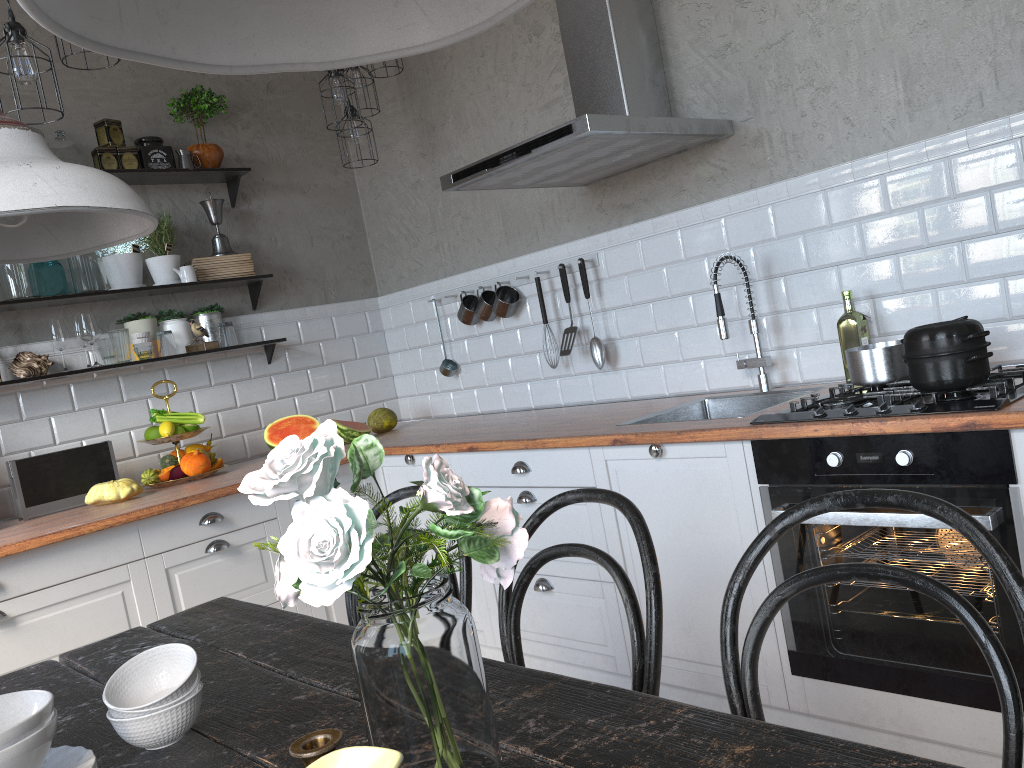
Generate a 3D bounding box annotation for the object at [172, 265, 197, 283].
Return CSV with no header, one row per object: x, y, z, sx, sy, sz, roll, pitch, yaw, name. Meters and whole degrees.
-1.400,-0.471,3.822,0.107,0.071,0.062,-11,3,-12,object

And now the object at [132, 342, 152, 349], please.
-1.525,-0.143,3.667,0.075,0.051,0.079,-8,4,41,object

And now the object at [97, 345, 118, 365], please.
-1.675,-0.115,3.687,0.079,0.083,0.076,-12,4,-24,object

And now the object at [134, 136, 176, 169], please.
-1.570,-0.985,3.865,0.145,0.174,0.139,-14,4,-42,object

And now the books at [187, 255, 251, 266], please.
-1.329,-0.553,4.014,0.266,0.016,0.154,-13,4,-33,books

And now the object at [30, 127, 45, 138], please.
-1.924,-0.902,3.491,0.172,0.184,0.171,-11,3,-3,object

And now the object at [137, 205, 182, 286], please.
-1.519,-0.604,3.814,0.168,0.380,0.185,-10,3,9,object

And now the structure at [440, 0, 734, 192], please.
0.105,-1.529,2.957,0.728,1.596,0.697,-14,5,-42,structure

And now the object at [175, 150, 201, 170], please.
-1.416,-0.975,3.871,0.095,0.096,0.073,-14,4,-41,object

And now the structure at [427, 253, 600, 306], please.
-0.039,-0.438,3.843,0.096,0.053,1.062,-14,4,-41,structure

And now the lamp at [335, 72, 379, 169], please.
-0.810,-1.791,3.739,0.145,1.736,0.148,-10,4,20,lamp

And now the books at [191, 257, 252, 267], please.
-1.327,-0.542,4.015,0.266,0.016,0.155,-12,4,-29,books

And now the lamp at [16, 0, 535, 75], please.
-0.308,-1.185,0.558,0.381,1.859,0.378,-11,3,-4,lamp

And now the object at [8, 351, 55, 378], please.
-1.875,-0.075,3.433,0.095,0.111,0.179,-9,4,26,object

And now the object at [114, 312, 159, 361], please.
-1.592,-0.204,3.780,0.153,0.217,0.159,-9,4,28,object

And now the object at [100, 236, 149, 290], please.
-1.649,-0.564,3.763,0.249,0.354,0.230,-12,4,-24,object

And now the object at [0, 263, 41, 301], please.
-1.909,-0.588,3.346,0.275,0.540,0.195,-8,5,40,object

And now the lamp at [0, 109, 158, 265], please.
-0.884,-1.111,1.213,0.387,1.859,0.372,-13,4,-34,lamp

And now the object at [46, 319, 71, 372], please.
-1.810,-0.150,3.552,0.080,0.217,0.083,-8,4,34,object

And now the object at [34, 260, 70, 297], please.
-1.862,-0.419,3.558,0.128,0.172,0.123,-13,4,-38,object

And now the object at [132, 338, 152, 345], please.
-1.528,-0.160,3.666,0.078,0.051,0.076,-12,3,-23,object

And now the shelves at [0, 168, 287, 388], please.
-1.662,-0.406,3.694,1.344,0.924,0.224,-14,4,-42,shelves

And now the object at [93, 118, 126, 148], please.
-1.679,-1.038,3.698,0.081,0.113,0.084,-9,4,28,object

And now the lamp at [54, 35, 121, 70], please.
-1.335,-1.748,2.412,0.144,1.736,0.149,-8,4,35,lamp

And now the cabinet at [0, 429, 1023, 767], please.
-0.328,0.683,2.859,4.185,0.855,1.992,-11,3,4,cabinet

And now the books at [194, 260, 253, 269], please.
-1.325,-0.532,4.016,0.266,0.011,0.154,-13,4,-36,books

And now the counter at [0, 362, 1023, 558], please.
-0.647,0.349,2.419,3.228,0.039,3.318,-13,4,-42,counter

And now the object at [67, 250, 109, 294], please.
-1.716,-0.465,3.575,0.126,0.206,0.123,-12,4,-19,object

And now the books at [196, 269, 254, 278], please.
-1.317,-0.489,4.018,0.266,0.016,0.155,-12,4,-29,books

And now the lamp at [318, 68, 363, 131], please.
-0.843,-1.900,3.546,0.148,1.736,0.145,-11,4,-10,lamp

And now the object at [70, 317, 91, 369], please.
-1.743,-0.165,3.607,0.080,0.217,0.083,-8,4,34,object

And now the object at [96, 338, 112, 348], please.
-1.681,-0.147,3.685,0.079,0.083,0.076,-12,4,-24,object

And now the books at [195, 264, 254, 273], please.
-1.321,-0.510,4.017,0.266,0.011,0.154,-13,4,-36,books

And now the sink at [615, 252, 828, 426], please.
0.649,-0.042,2.755,0.539,0.721,0.475,-14,4,-42,sink

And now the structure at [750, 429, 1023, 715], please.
1.067,0.372,2.228,0.631,0.623,0.609,-14,4,-42,structure

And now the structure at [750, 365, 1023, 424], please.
0.976,0.020,2.191,0.506,0.031,0.593,-13,4,-42,structure

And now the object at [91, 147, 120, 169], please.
-1.691,-0.922,3.691,0.084,0.113,0.081,-14,4,-42,object

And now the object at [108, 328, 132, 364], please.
-1.609,-0.154,3.651,0.078,0.139,0.080,-10,4,21,object

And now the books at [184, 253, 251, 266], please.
-1.331,-0.563,4.014,0.266,0.011,0.154,-13,4,-36,books

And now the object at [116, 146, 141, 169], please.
-1.623,-0.937,3.747,0.084,0.113,0.081,-13,4,-32,object

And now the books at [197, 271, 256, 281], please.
-1.315,-0.479,4.019,0.266,0.011,0.154,-13,4,-36,books

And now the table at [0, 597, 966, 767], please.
-0.311,0.844,1.051,0.924,0.735,1.878,-14,4,-41,table

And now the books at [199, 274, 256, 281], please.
-1.313,-0.467,4.020,0.266,0.011,0.154,-13,4,-39,books

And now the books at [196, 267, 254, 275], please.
-1.319,-0.500,4.018,0.266,0.016,0.154,-13,4,-33,books

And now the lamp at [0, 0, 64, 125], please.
-1.437,-1.561,2.306,0.145,1.736,0.148,-10,4,15,lamp

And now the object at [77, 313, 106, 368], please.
-1.683,-0.173,3.543,0.080,0.217,0.083,-8,4,34,object

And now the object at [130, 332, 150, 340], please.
-1.533,-0.185,3.664,0.076,0.051,0.079,-9,4,34,object

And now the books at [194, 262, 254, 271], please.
-1.323,-0.521,4.016,0.266,0.011,0.154,-13,4,-39,books

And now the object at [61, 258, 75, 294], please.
-1.801,-0.484,3.699,0.134,0.264,0.129,-13,4,-36,object

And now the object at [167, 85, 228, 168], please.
-1.388,-1.140,3.982,0.264,0.397,0.238,-12,4,-17,object

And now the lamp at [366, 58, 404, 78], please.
-0.709,-2.201,3.789,0.145,1.736,0.148,-10,4,20,lamp

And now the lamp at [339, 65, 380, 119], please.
-0.825,-2.054,3.893,0.147,1.736,0.146,-11,4,0,lamp

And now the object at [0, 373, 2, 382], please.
-1.982,-0.129,3.377,0.053,0.264,0.061,-11,3,-5,object

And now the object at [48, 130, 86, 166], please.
-1.856,-0.943,3.680,0.139,0.220,0.140,-10,3,8,object
